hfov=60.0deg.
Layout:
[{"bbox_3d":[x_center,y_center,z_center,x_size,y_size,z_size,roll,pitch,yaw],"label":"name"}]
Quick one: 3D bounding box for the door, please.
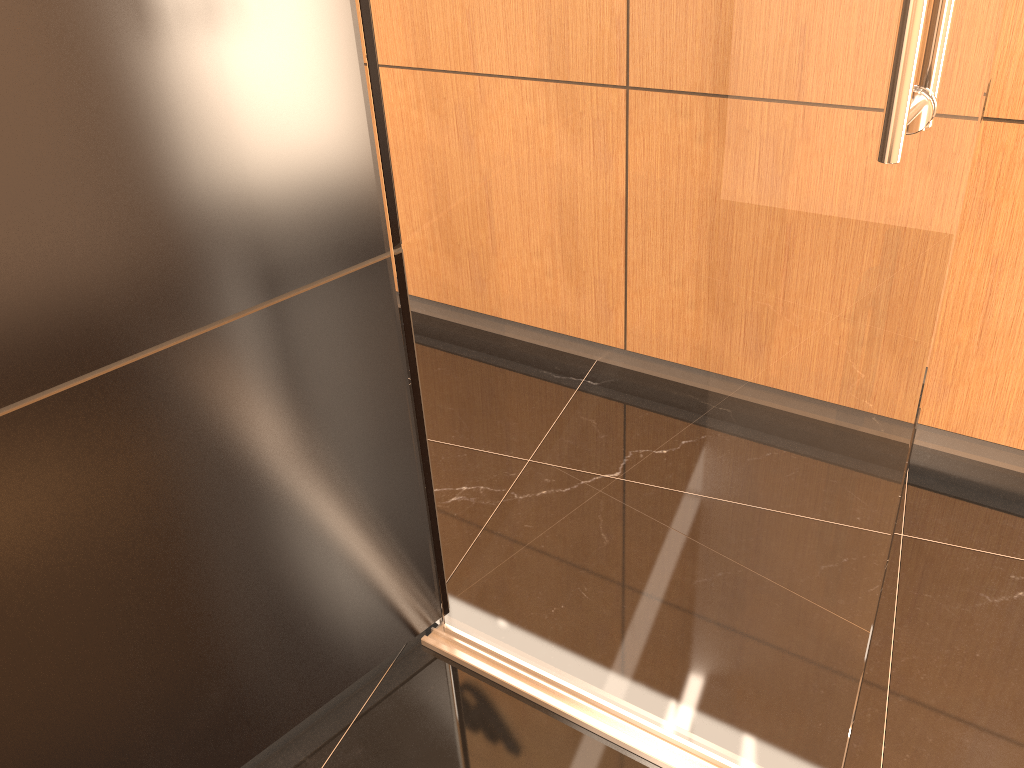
[{"bbox_3d":[0.797,-0.543,0.570,2.473,3.285,0.098,17,37,30],"label":"door"}]
